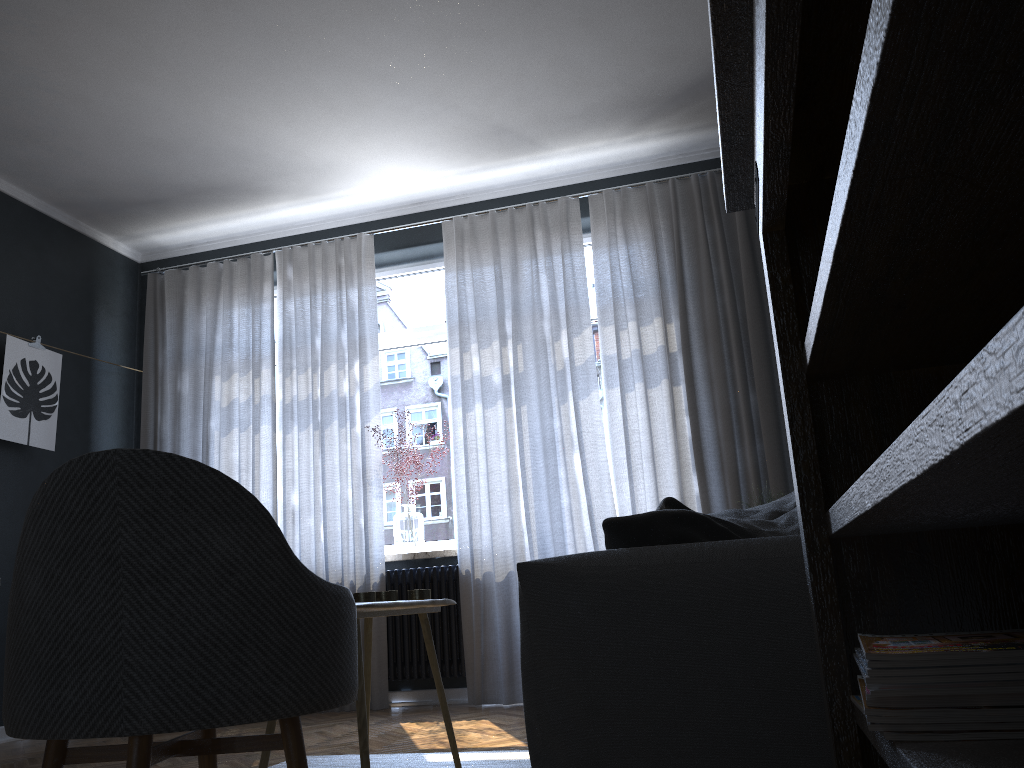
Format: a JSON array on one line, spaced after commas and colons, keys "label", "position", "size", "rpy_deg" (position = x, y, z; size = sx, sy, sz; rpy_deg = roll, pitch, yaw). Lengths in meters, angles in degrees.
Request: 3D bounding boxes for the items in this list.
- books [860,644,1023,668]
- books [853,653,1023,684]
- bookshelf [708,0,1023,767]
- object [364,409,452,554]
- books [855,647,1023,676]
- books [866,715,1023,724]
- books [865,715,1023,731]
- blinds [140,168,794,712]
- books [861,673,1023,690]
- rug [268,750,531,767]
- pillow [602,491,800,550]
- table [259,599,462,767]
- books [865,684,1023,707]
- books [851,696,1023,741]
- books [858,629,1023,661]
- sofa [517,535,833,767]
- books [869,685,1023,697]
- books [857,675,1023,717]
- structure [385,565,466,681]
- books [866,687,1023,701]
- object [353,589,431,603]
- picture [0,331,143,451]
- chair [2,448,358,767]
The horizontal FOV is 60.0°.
[{"label": "books", "position": [0.495, 0.285, 0.957], "size": [0.219, 0.008, 0.305], "rpy_deg": [-9, -15, 18]}, {"label": "books", "position": [0.490, 0.300, 0.956], "size": [0.218, 0.008, 0.305], "rpy_deg": [-8, -14, 17]}, {"label": "bookshelf", "position": [0.362, 0.011, 0.403], "size": [0.451, 1.168, 1.924], "rpy_deg": [-7, -14, 14]}, {"label": "object", "position": [-0.605, 0.582, 5.209], "size": [0.514, 0.807, 0.601], "rpy_deg": [-1, -14, -11]}, {"label": "books", "position": [0.492, 0.293, 0.957], "size": [0.218, 0.008, 0.305], "rpy_deg": [-8, -14, 17]}, {"label": "books", "position": [0.494, 0.337, 0.955], "size": [0.219, 0.008, 0.305], "rpy_deg": [-9, -15, 18]}, {"label": "books", "position": [0.495, 0.345, 0.955], "size": [0.219, 0.007, 0.305], "rpy_deg": [-9, -15, 18]}, {"label": "blinds", "position": [-0.399, 0.380, 5.100], "size": [3.994, 2.779, 0.313], "rpy_deg": [-7, -13, 14]}, {"label": "books", "position": [0.493, 0.308, 0.957], "size": [0.219, 0.008, 0.289], "rpy_deg": [-8, -14, 18]}, {"label": "rug", "position": [-0.594, 1.149, 2.321], "size": [1.004, 0.013, 2.017], "rpy_deg": [-7, -14, 14]}, {"label": "pillow", "position": [0.469, 0.378, 1.895], "size": [0.443, 0.360, 0.799], "rpy_deg": [-12, -16, 31]}, {"label": "table", "position": [-0.412, 0.892, 2.468], "size": [0.339, 0.548, 0.790], "rpy_deg": [-7, -14, 14]}, {"label": "books", "position": [0.498, 0.324, 0.957], "size": [0.219, 0.008, 0.289], "rpy_deg": [-9, -15, 20]}, {"label": "books", "position": [0.495, 0.352, 0.952], "size": [0.218, 0.008, 0.305], "rpy_deg": [-7, -14, 13]}, {"label": "books", "position": [0.493, 0.277, 0.958], "size": [0.219, 0.013, 0.305], "rpy_deg": [-9, -15, 18]}, {"label": "sofa", "position": [0.695, 0.678, 2.430], "size": [0.970, 0.795, 2.347], "rpy_deg": [-7, -14, 13]}, {"label": "books", "position": [0.496, 0.311, 0.951], "size": [0.219, 0.006, 0.305], "rpy_deg": [-9, -15, 18]}, {"label": "books", "position": [0.493, 0.330, 0.958], "size": [0.219, 0.013, 0.305], "rpy_deg": [-9, -15, 18]}, {"label": "structure", "position": [-0.987, 1.405, 5.112], "size": [1.847, 0.598, 0.216], "rpy_deg": [-7, -14, 14]}, {"label": "books", "position": [0.499, 0.318, 0.958], "size": [0.219, 0.008, 0.289], "rpy_deg": [-9, -15, 20]}, {"label": "object", "position": [-0.370, 0.637, 2.654], "size": [0.103, 0.033, 0.370], "rpy_deg": [-10, -15, 24]}, {"label": "picture", "position": [-2.947, -0.192, 3.680], "size": [0.058, 0.768, 4.471], "rpy_deg": [-7, -14, 14]}, {"label": "chair", "position": [-0.609, 0.556, 1.605], "size": [0.645, 0.808, 0.496], "rpy_deg": [-2, -13, -7]}]
